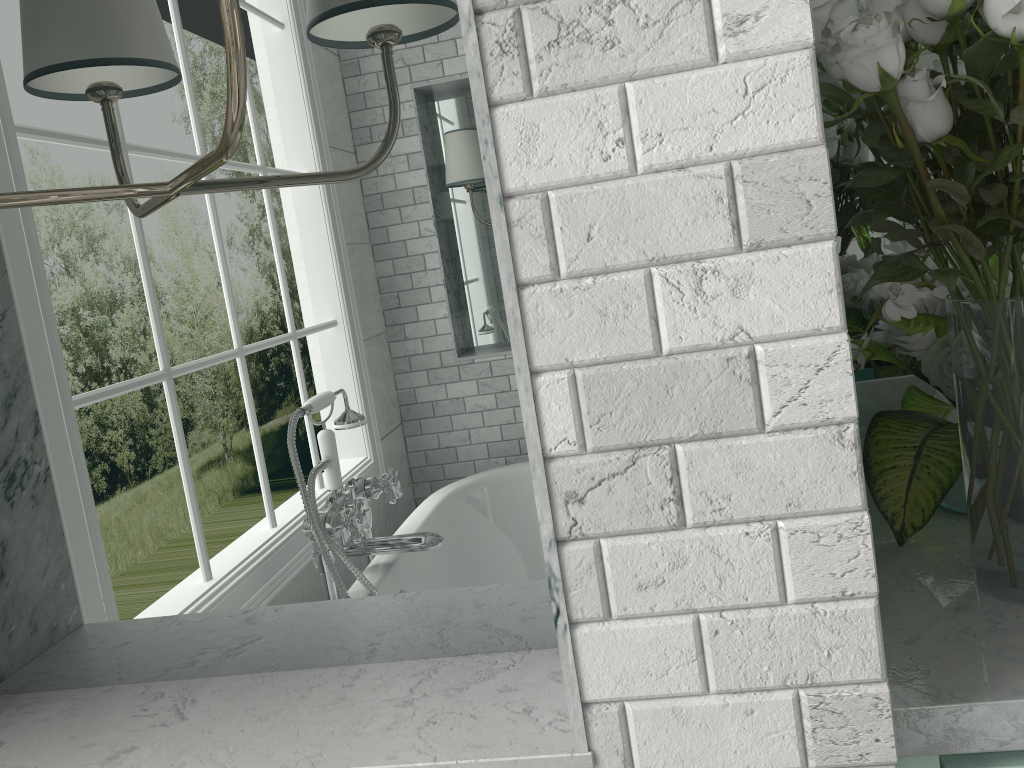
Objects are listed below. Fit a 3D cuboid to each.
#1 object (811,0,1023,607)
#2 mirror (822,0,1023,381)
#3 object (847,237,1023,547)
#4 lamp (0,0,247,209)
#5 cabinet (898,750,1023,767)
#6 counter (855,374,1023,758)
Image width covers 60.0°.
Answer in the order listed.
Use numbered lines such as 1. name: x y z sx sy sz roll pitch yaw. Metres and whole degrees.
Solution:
1. object: 0.497 -0.106 0.886 0.355 0.650 0.394 -6 7 21
2. mirror: 0.992 -1.030 1.202 1.434 1.924 0.015 -8 6 9
3. object: 0.617 -0.037 1.144 0.452 0.401 0.396 -8 7 11
4. lamp: -0.383 -0.349 0.712 0.547 0.382 0.310 -8 7 9
5. cabinet: 1.822 0.598 0.964 2.794 1.093 0.868 -8 7 9
6. counter: 1.726 -0.026 0.916 2.804 0.180 0.829 -8 9 9
